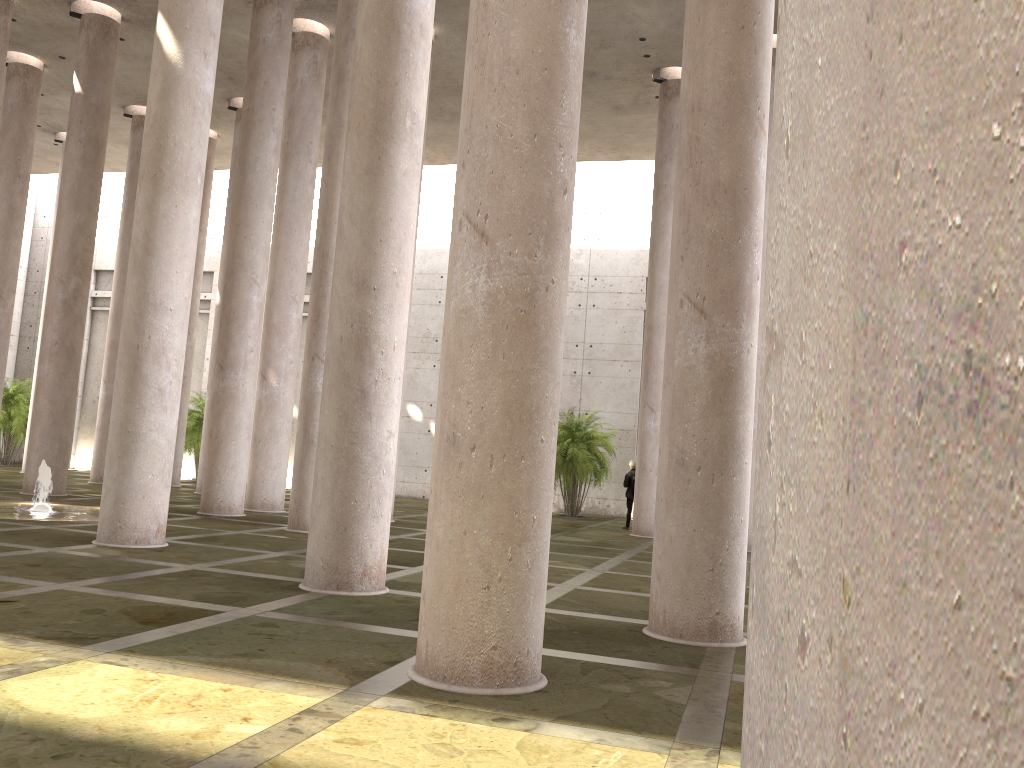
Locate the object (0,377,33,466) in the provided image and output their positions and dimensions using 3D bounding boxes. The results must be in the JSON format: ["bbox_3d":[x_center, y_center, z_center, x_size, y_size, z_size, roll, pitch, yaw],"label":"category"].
[{"bbox_3d":[-17.652,1.331,31.021,2.483,3.247,2.333,3,-5,19],"label":"object"}]

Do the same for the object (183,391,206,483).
[{"bbox_3d":[-9.929,1.788,28.747,2.151,3.126,2.290,4,-5,-1],"label":"object"}]

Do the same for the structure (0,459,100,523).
[{"bbox_3d":[-7.756,1.882,14.681,3.913,1.279,3.916,5,-5,-11],"label":"structure"}]

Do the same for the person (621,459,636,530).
[{"bbox_3d":[2.933,2.671,21.362,0.622,1.715,0.001,3,-5,16],"label":"person"}]

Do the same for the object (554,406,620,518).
[{"bbox_3d":[1.855,2.290,25.395,2.483,3.247,2.333,8,-6,-36],"label":"object"}]
